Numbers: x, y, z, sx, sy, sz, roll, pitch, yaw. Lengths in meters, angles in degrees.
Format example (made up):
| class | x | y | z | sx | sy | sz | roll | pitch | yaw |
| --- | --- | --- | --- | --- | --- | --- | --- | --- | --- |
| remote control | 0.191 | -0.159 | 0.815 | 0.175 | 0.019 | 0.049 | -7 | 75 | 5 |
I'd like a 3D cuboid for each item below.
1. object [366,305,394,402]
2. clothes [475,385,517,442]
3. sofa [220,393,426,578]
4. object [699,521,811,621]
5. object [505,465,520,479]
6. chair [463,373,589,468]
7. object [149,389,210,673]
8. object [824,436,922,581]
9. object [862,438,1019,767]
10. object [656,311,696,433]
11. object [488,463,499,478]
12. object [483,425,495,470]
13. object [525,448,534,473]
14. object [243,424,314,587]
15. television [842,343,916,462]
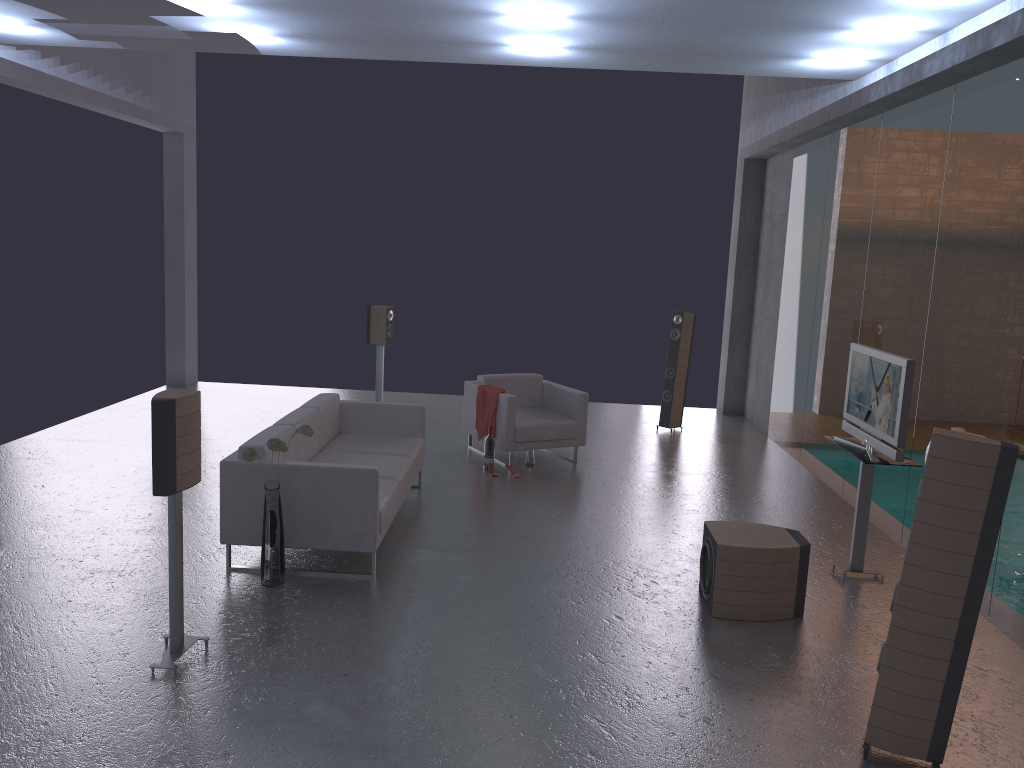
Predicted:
| class | x | y | z | sx | sy | sz | roll | pitch | yaw |
| --- | --- | --- | --- | --- | --- | --- | --- | --- | --- |
| object | -1.625 | -0.271 | 10.836 | 0.333 | 1.363 | 0.243 | 8 | 10 | 32 |
| clothes | -0.171 | 0.332 | 9.003 | 0.254 | 0.604 | 0.574 | -2 | 10 | -28 |
| sofa | -1.300 | 0.653 | 6.758 | 1.026 | 0.824 | 2.353 | 3 | 9 | 2 |
| object | 1.502 | 1.159 | 5.532 | 0.604 | 0.459 | 0.514 | 3 | 9 | 2 |
| object | 0.009 | 0.832 | 8.407 | 0.079 | 0.087 | 0.235 | -3 | 10 | -31 |
| chair | 0.129 | 0.346 | 9.245 | 0.936 | 0.808 | 1.026 | -2 | 10 | -28 |
| object | -1.689 | 0.723 | 4.399 | 0.243 | 1.363 | 0.333 | 4 | 9 | 7 |
| object | 2.411 | 0.864 | 6.085 | 0.360 | 0.958 | 0.818 | 3 | 9 | 2 |
| object | 1.818 | 0.932 | 3.790 | 0.444 | 1.469 | 0.244 | 7 | 10 | 26 |
| object | 2.050 | -0.160 | 10.895 | 0.444 | 1.473 | 0.244 | -6 | 12 | -43 |
| object | -0.187 | 0.820 | 8.420 | 0.079 | 0.087 | 0.235 | -1 | 9 | -20 |
| object | -0.216 | 0.613 | 8.605 | 0.109 | 0.435 | 0.109 | 7 | 10 | 28 |
| object | 0.175 | 0.741 | 8.574 | 0.091 | 0.233 | 0.091 | 8 | 10 | 29 |
| object | -1.459 | 0.754 | 5.293 | 0.387 | 1.051 | 0.400 | 10 | 11 | 39 |
| television | 2.446 | 0.095 | 5.969 | 0.054 | 0.644 | 1.000 | 3 | 9 | 2 |
